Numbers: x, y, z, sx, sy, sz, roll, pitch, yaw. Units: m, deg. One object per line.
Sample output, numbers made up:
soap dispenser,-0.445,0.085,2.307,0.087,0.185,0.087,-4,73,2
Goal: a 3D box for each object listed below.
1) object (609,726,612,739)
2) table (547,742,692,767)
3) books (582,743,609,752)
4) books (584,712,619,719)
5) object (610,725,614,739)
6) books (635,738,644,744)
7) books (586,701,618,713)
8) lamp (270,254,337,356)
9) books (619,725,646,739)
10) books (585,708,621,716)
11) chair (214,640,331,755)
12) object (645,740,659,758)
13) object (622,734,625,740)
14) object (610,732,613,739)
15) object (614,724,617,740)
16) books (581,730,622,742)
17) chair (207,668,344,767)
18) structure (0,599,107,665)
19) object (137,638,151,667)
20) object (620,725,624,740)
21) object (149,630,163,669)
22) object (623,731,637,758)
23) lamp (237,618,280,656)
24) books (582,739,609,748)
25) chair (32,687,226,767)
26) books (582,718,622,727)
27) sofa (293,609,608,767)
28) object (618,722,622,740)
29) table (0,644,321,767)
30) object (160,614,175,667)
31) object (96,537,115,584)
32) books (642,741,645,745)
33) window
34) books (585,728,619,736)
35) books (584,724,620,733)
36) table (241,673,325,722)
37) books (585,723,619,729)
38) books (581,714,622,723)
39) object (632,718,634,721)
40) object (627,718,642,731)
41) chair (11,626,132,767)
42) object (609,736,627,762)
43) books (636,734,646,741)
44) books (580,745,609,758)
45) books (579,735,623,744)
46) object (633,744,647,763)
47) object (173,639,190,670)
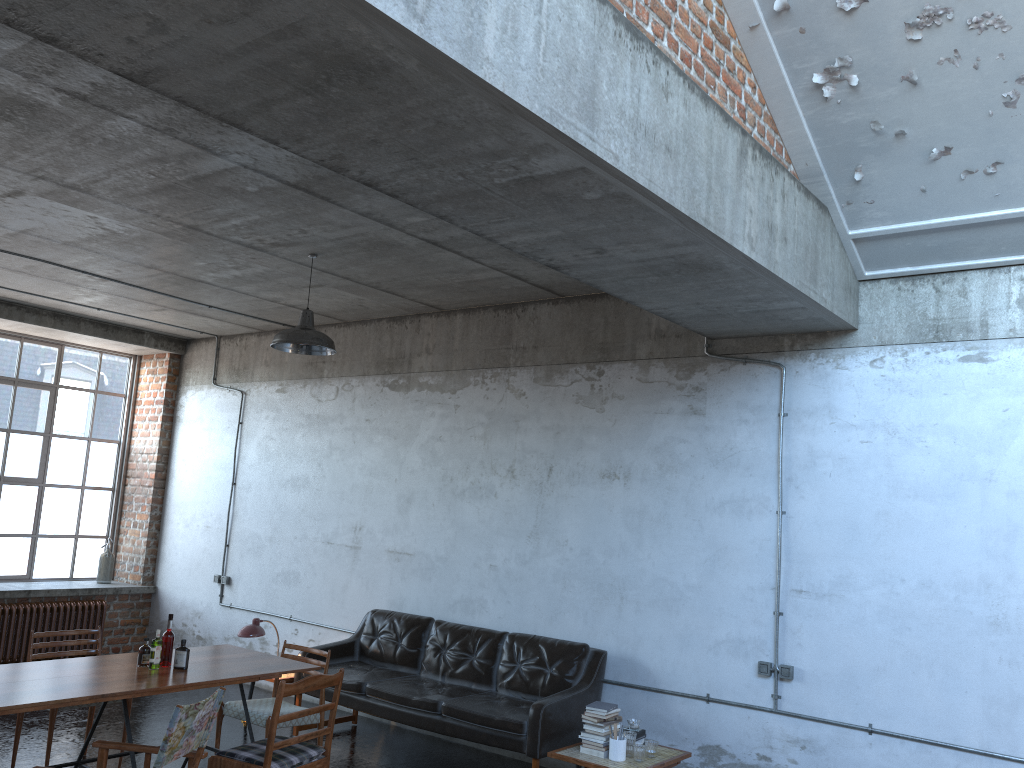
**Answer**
object,0.655,2.352,5.828,0.046,0.202,0.023,6,-8,-16
table,0.722,2.718,5.965,0.649,0.458,0.811,-2,-10,37
books,0.608,2.432,5.992,0.175,0.023,0.249,-2,-10,33
books,0.612,2.244,6.045,0.167,0.023,0.209,-1,-10,31
object,0.670,2.351,5.870,0.009,0.167,0.061,11,-11,-39
books,0.797,2.479,6.174,0.227,0.024,0.166,1,-8,17
books,0.611,2.200,6.046,0.159,0.024,0.201,0,-9,28
lamp,-1.574,-0.704,6.881,0.502,0.891,0.502,-3,-11,42
books,0.807,2.430,6.181,0.179,0.029,0.225,-1,-9,30
books,0.621,2.222,6.041,0.155,0.020,0.205,-2,-10,37
chair,-1.683,2.370,6.301,0.589,0.971,0.577,-2,-10,37
object,0.935,2.451,5.945,0.092,0.099,0.092,2,-8,15
object,0.720,2.382,5.847,0.068,0.159,0.009,10,-10,-39
object,0.674,2.363,5.829,0.009,0.190,0.137,-3,-11,40
object,0.687,2.362,5.881,0.023,0.204,0.037,6,-8,-13
books,0.605,2.372,6.018,0.193,0.028,0.245,-1,-10,32
chair,-1.422,2.225,5.284,0.509,1.028,0.573,0,-9,27
structure,-6.316,2.445,8.152,0.232,0.713,5.349,-2,-10,37
object,-2.338,1.708,5.650,0.077,0.173,0.077,0,-9,23
object,0.721,2.352,5.875,0.009,0.169,0.062,-2,-10,37
object,-2.241,1.670,5.589,0.041,0.235,0.070,-2,-10,37
object,0.785,2.409,5.923,0.087,0.155,0.087,2,-8,10
lamp,-2.227,2.318,7.860,0.220,0.492,0.496,-1,-9,30
books,0.610,2.409,5.996,0.175,0.023,0.249,-3,-10,38
chair,-1.922,2.055,4.420,0.713,1.031,0.574,3,-8,8
books,0.613,2.285,6.028,0.174,0.019,0.244,-2,-10,37
sofa,-0.584,2.497,7.182,2.610,1.045,0.929,-2,-10,37
object,0.711,2.345,5.884,0.009,0.185,0.052,-3,-10,39
table,-2.683,2.150,5.052,1.067,0.917,3.112,-2,-10,37
object,-2.209,1.645,5.698,0.075,0.324,0.075,8,-9,-27
object,-4.920,2.142,10.766,0.172,0.551,0.172,5,-8,-8
books,0.805,2.508,6.173,0.243,0.034,0.179,1,-9,21
window,-4.677,2.849,12.192,0.747,12.900,19.864,-2,-10,37
books,0.614,2.348,6.025,0.147,0.023,0.221,-2,-10,37
books,0.611,2.328,6.031,0.158,0.021,0.224,-2,-10,37
table,-2.052,2.837,8.086,0.649,0.458,0.811,-2,-10,37
books,0.616,2.306,6.029,0.155,0.022,0.205,-1,-10,32
books,0.610,2.263,6.025,0.231,0.023,0.162,10,-10,-36
object,0.855,2.382,6.212,0.065,0.060,0.081,1,-9,20
object,0.856,2.388,6.210,0.103,0.068,0.103,2,-8,11
chair,-3.158,2.284,6.385,0.577,0.971,0.589,-2,-10,37
object,0.695,2.401,5.831,0.110,0.137,0.110,-2,-10,37
books,0.806,2.457,6.188,0.175,0.024,0.243,-2,-10,34
books,0.604,2.464,5.987,0.192,0.043,0.248,-2,-10,37
books,0.605,2.393,6.015,0.192,0.014,0.255,-3,-11,40
object,0.836,2.426,5.818,0.092,0.099,0.092,2,-8,15
object,-2.095,1.717,5.633,0.097,0.180,0.051,2,-8,9
